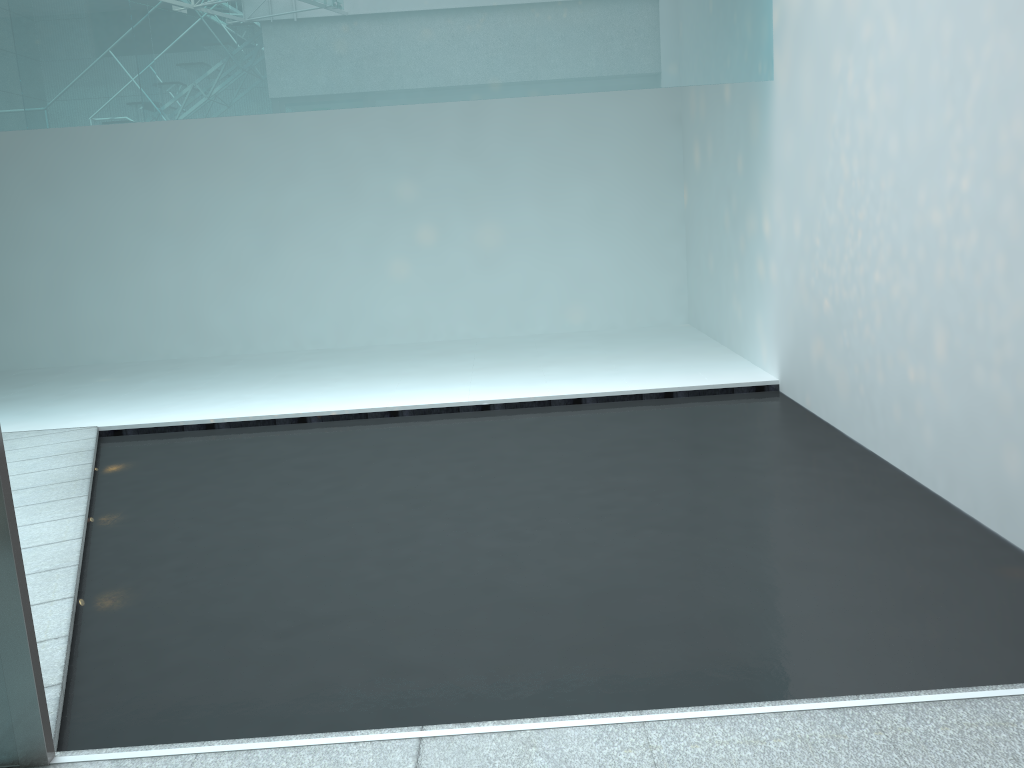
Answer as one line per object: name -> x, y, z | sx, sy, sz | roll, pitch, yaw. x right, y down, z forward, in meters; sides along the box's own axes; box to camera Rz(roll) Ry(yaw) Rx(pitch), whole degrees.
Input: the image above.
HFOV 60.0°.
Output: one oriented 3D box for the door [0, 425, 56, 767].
door -> -1.418, -0.231, 1.621 | 0.865, 2.053, 0.077 | -4, 10, 0
